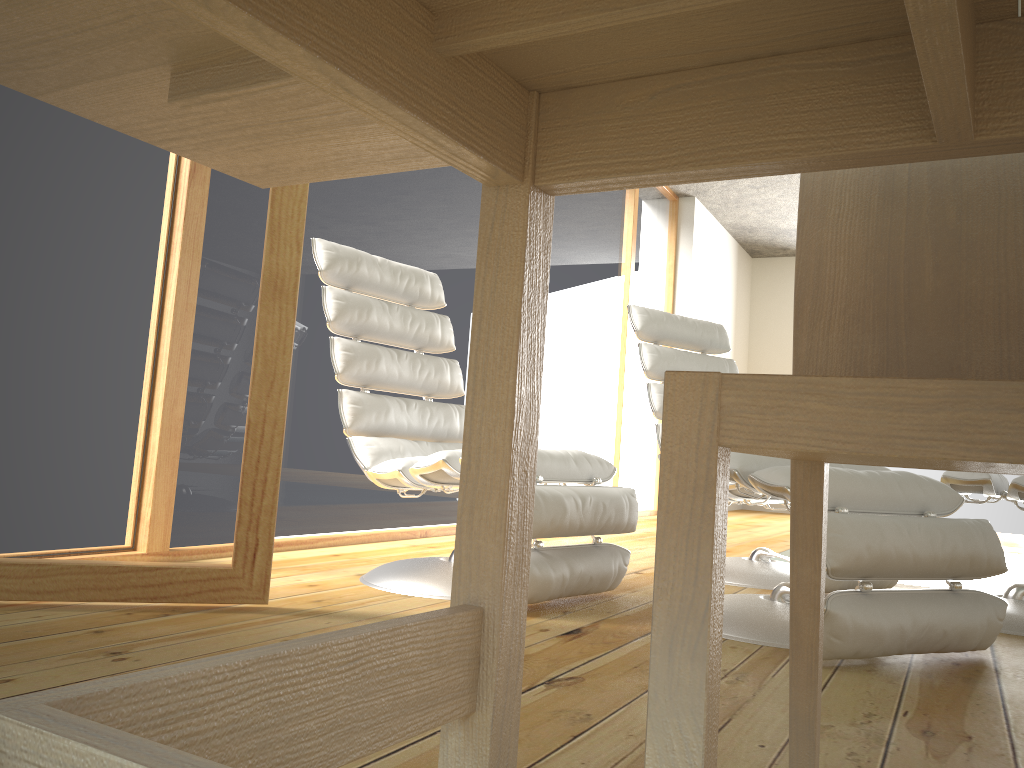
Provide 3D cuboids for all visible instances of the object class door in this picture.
[{"bbox_3d":[-0.890,-0.770,1.919,0.934,2.425,0.162,6,-6,-18],"label":"door"}]

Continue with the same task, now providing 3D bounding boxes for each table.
[{"bbox_3d":[0.411,0.030,0.079,2.501,0.758,1.196,1,-6,30],"label":"table"}]

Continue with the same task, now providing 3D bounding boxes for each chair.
[{"bbox_3d":[-0.134,0.079,2.551,0.914,0.972,0.568,0,-7,37],"label":"chair"},{"bbox_3d":[0.879,0.199,3.168,0.568,0.972,0.913,9,-7,-38],"label":"chair"},{"bbox_3d":[0.404,-0.047,0.763,0.404,1.020,0.504,1,-7,26],"label":"chair"}]

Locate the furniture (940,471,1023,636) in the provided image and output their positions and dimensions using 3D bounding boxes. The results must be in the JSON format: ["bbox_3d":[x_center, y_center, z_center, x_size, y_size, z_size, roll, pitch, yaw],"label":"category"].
[{"bbox_3d":[1.505,0.459,2.511,0.686,0.441,0.568,1,-6,33],"label":"furniture"}]

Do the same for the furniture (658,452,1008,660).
[{"bbox_3d":[0.707,0.372,2.126,0.569,0.441,0.685,7,-6,-27],"label":"furniture"}]
